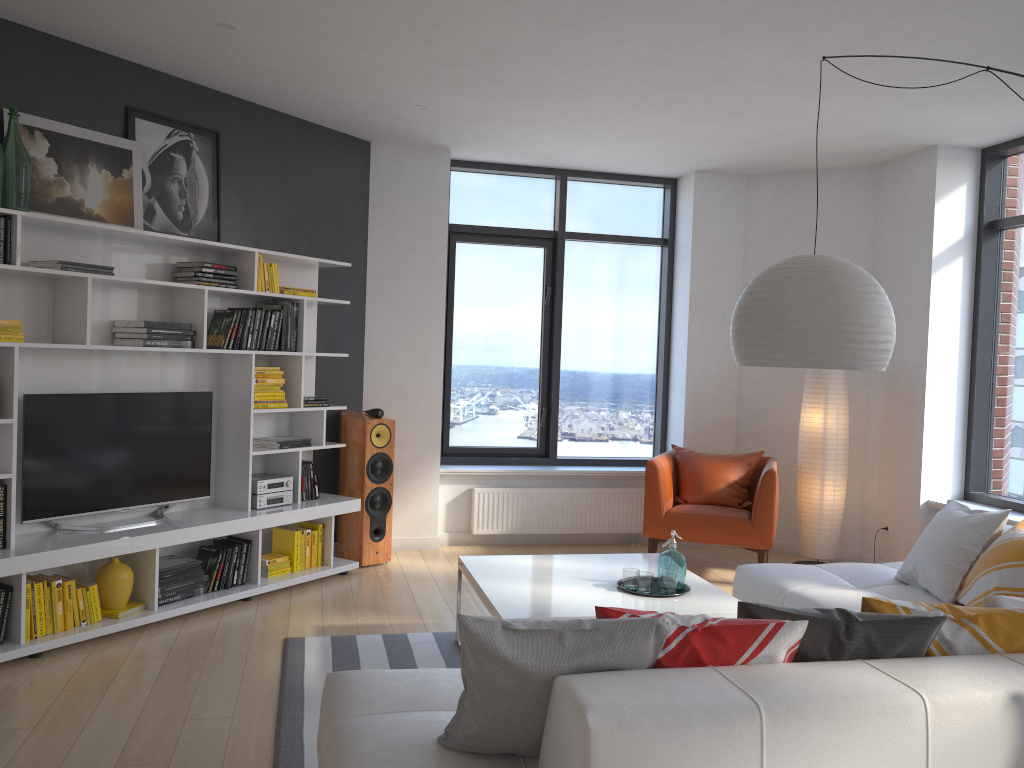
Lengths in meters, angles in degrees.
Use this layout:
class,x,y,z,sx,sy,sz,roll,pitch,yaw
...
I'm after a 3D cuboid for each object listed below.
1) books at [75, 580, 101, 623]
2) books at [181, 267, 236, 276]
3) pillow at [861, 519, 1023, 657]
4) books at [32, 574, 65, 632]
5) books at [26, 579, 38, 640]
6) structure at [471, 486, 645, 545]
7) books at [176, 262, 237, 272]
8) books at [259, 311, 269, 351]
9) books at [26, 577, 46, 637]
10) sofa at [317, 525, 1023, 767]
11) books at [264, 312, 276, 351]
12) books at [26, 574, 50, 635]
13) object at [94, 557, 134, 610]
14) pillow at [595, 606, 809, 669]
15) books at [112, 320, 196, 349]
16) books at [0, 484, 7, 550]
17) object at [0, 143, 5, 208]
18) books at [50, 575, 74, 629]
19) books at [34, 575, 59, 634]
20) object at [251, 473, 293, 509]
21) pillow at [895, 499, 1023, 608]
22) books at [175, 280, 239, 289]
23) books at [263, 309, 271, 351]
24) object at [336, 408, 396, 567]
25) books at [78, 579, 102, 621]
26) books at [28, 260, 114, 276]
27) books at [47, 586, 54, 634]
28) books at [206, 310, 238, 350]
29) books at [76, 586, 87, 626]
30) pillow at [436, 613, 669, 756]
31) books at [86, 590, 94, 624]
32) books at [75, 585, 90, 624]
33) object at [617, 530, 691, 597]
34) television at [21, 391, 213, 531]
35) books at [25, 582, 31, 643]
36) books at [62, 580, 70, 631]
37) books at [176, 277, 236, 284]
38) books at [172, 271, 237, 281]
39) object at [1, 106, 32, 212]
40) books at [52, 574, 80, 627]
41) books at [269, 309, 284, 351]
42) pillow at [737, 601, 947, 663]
class,x,y,z,sx,sy,sz,roll,pitch,yaw
books,-2.119,1.082,4.419,0.148,0.193,0.067,3,2,33
books,-1.748,-0.646,5.107,0.180,0.026,0.246,3,2,35
pillow,1.686,0.810,3.227,0.630,0.440,2.095,3,2,34
books,-2.232,1.053,4.272,0.185,0.252,0.055,3,2,31
books,-2.301,1.044,4.159,0.213,0.271,0.048,3,2,32
structure,0.406,1.045,6.990,1.474,0.460,0.110,2,2,-13
books,-1.759,-0.673,5.110,0.209,0.030,0.266,3,2,26
books,-1.552,-0.321,5.371,0.172,0.242,0.069,3,2,33
books,-2.287,1.050,4.193,0.198,0.258,0.066,3,2,32
sofa,1.013,1.036,3.367,3.424,0.732,2.614,2,2,-13
books,-1.537,-0.324,5.420,0.179,0.243,0.071,3,2,31
books,-2.269,1.047,4.218,0.202,0.267,0.038,3,2,33
object,-2.047,1.019,4.563,0.185,0.257,0.185,2,2,10
pillow,1.290,0.825,2.581,2.250,0.449,0.575,2,2,-15
books,-1.954,-0.270,4.850,0.277,0.137,0.343,3,2,27
books,-2.439,0.607,4.126,0.230,0.297,0.051,3,2,32
object,-2.387,-1.047,4.017,0.157,0.507,0.157,0,2,-44
books,-2.203,1.061,4.319,0.171,0.235,0.043,3,2,31
books,-2.237,1.053,4.245,0.180,0.252,0.041,3,2,32
object,-1.549,0.661,5.489,0.270,0.174,0.285,3,2,32
pillow,1.825,0.788,3.514,0.580,0.456,2.156,2,2,13
books,-1.757,-0.567,5.107,0.214,0.030,0.284,3,2,36
books,-1.562,-0.329,5.405,0.192,0.254,0.075,3,2,31
object,-1.051,0.701,6.201,0.290,1.088,0.434,1,2,-43
books,-2.113,1.081,4.444,0.149,0.193,0.046,3,2,33
books,-2.191,-0.572,4.412,0.250,0.047,0.310,3,2,28
books,-2.245,1.067,4.225,0.156,0.230,0.042,3,2,31
books,-1.702,-0.318,5.180,0.182,0.234,0.104,3,2,32
books,-2.158,1.085,4.366,0.138,0.188,0.056,3,2,32
pillow,1.124,0.780,2.883,2.953,0.453,0.647,1,2,-25
books,-2.120,1.096,4.390,0.113,0.169,0.049,3,2,31
books,-2.140,1.086,4.380,0.134,0.187,0.046,3,2,32
object,0.643,0.791,4.002,0.330,0.265,0.330,2,2,11
television,-2.075,0.398,4.750,0.207,0.704,1.102,3,2,32
books,-2.304,1.046,4.116,0.204,0.270,0.029,3,2,32
books,-2.199,1.060,4.288,0.169,0.240,0.043,3,2,31
books,-1.760,-0.593,5.107,0.189,0.020,0.264,3,2,31
books,-1.774,-0.619,5.119,0.214,0.030,0.284,3,2,36
object,-2.352,-1.051,4.178,0.157,0.507,0.157,0,2,-44
books,-2.194,1.060,4.350,0.172,0.235,0.056,3,2,31
books,-1.509,-0.332,5.487,0.197,0.260,0.066,3,2,32
pillow,1.607,0.808,2.660,2.120,0.436,0.608,2,2,-17
